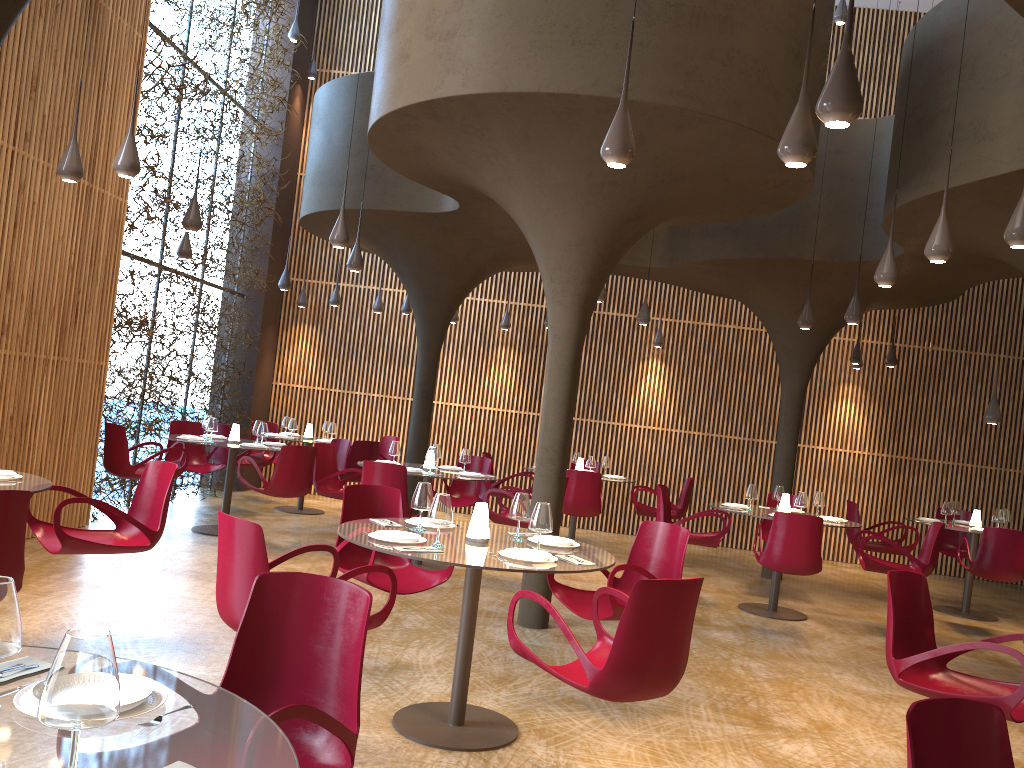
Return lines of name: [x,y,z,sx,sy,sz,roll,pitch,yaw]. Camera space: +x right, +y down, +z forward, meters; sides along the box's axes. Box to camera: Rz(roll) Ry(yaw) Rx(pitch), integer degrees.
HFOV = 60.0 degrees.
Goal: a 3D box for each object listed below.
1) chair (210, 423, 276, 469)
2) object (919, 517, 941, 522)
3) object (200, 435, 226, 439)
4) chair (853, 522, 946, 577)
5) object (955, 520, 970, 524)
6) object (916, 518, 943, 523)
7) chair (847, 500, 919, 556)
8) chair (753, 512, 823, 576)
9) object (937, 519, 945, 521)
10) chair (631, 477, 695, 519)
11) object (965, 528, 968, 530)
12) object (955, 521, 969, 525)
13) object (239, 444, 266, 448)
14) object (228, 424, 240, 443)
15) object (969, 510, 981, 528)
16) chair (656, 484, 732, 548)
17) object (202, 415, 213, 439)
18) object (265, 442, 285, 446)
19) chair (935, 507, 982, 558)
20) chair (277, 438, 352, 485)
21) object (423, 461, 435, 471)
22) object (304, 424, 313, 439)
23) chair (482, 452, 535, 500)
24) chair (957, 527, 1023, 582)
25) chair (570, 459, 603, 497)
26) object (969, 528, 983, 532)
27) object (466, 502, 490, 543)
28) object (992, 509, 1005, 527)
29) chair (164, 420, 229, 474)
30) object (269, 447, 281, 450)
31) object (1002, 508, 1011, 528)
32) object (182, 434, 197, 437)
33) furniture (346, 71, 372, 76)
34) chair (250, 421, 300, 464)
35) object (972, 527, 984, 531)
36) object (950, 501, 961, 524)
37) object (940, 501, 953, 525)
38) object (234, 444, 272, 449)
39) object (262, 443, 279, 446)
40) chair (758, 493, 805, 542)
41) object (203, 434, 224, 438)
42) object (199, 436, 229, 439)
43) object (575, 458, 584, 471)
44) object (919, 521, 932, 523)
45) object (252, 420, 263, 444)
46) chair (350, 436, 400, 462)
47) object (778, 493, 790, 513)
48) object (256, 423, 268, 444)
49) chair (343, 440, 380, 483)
chair: [-3.974,0.906,12.916,0.624,0.636,0.874,6,-1,40]
object: [5.504,1.793,11.688,0.263,0.029,0.263,6,-2,17]
object: [-3.868,0.690,11.495,0.332,0.014,0.332,7,-2,-3]
chair: [4.250,1.783,9.742,0.872,0.636,0.625,6,-1,15]
object: [6.156,1.880,12.040,0.263,0.029,0.263,6,-2,32]
object: [5.503,1.803,11.688,0.331,0.014,0.332,6,-2,33]
chair: [4.882,1.919,11.799,0.872,0.636,0.625,7,-1,10]
chair: [2.814,1.590,8.969,0.624,0.636,0.873,7,-1,10]
object: [5.882,1.869,12.168,0.126,0.017,0.262,6,-2,22]
chair: [2.184,1.633,12.898,0.872,0.636,0.625,7,-1,5]
object: [5.865,1.827,11.034,0.410,0.012,0.204,6,-2,21]
object: [6.155,1.890,12.040,0.331,0.014,0.332,5,-2,41]
object: [-3.138,0.754,10.750,0.331,0.014,0.332,6,-2,14]
object: [-3.476,0.618,11.127,0.142,0.232,0.144,7,-1,-30]
object: [6.035,1.754,11.526,0.144,0.232,0.142,7,-1,0]
chair: [2.091,1.546,10.345,0.872,0.636,0.626,6,-1,20]
object: [-3.867,0.545,11.263,0.142,0.295,0.142,7,0,16]
object: [-3.055,0.774,11.428,0.263,0.029,0.263,7,-2,-2]
chair: [6.254,2.103,12.515,0.624,0.636,0.874,6,-1,20]
chair: [-2.614,1.037,11.914,0.624,0.636,0.874,6,-1,45]
object: [-0.961,0.893,10.395,0.142,0.232,0.144,7,-1,-40]
object: [-3.153,0.735,13.764,0.144,0.232,0.142,7,-1,-20]
chair: [-0.046,1.376,13.114,0.872,0.636,0.625,7,-1,10]
chair: [5.638,1.965,10.346,0.624,0.636,0.873,6,-1,15]
chair: [1.150,1.551,14.227,0.625,0.636,0.873,7,-1,5]
object: [5.870,1.826,11.033,0.331,0.014,0.332,6,-2,32]
object: [-0.195,0.833,5.357,0.142,0.232,0.144,7,-1,-3]
object: [6.100,1.718,11.121,0.142,0.295,0.142,7,0,13]
chair: [-4.241,0.842,11.836,0.626,0.636,0.871,8,-1,-40]
object: [-2.883,0.796,10.908,0.126,0.017,0.261,8,-2,-35]
object: [6.391,1.764,11.493,0.142,0.295,0.142,7,0,-7]
object: [-4.114,0.663,11.320,0.126,0.017,0.261,8,-2,-39]
furniture: [-0.904,-3.224,12.792,3.887,1.047,3.788,7,-2,-19]
chair: [-3.918,0.959,14.472,0.626,0.636,0.871,8,-1,-40]
object: [5.871,1.817,11.033,0.263,0.029,0.263,6,-2,10]
object: [5.962,1.726,11.939,0.142,0.295,0.142,7,0,-13]
object: [5.626,1.673,11.482,0.142,0.295,0.141,7,-1,-37]
object: [-3.141,0.754,10.746,0.411,0.012,0.204,8,-2,-39]
object: [-3.056,0.784,11.428,0.332,0.014,0.332,7,-2,-2]
chair: [3.460,1.734,11.232,0.624,0.636,0.873,6,-1,15]
object: [-3.867,0.680,11.495,0.263,0.029,0.263,5,-2,42]
object: [-3.865,0.691,11.499,0.411,0.012,0.204,8,-2,-43]
object: [1.000,1.204,13.044,0.142,0.232,0.144,7,-1,-10]
object: [5.382,1.787,11.411,0.261,0.017,0.126,6,-2,20]
object: [-3.271,0.620,11.420,0.141,0.295,0.142,6,-1,45]
chair: [-2.291,1.154,14.551,0.624,0.636,0.874,6,-1,45]
object: [3.110,1.365,10.099,0.142,0.232,0.144,7,-1,-20]
object: [-3.092,0.628,10.981,0.142,0.295,0.142,7,0,20]
chair: [-2.346,1.097,12.863,0.871,0.636,0.626,6,-1,45]
